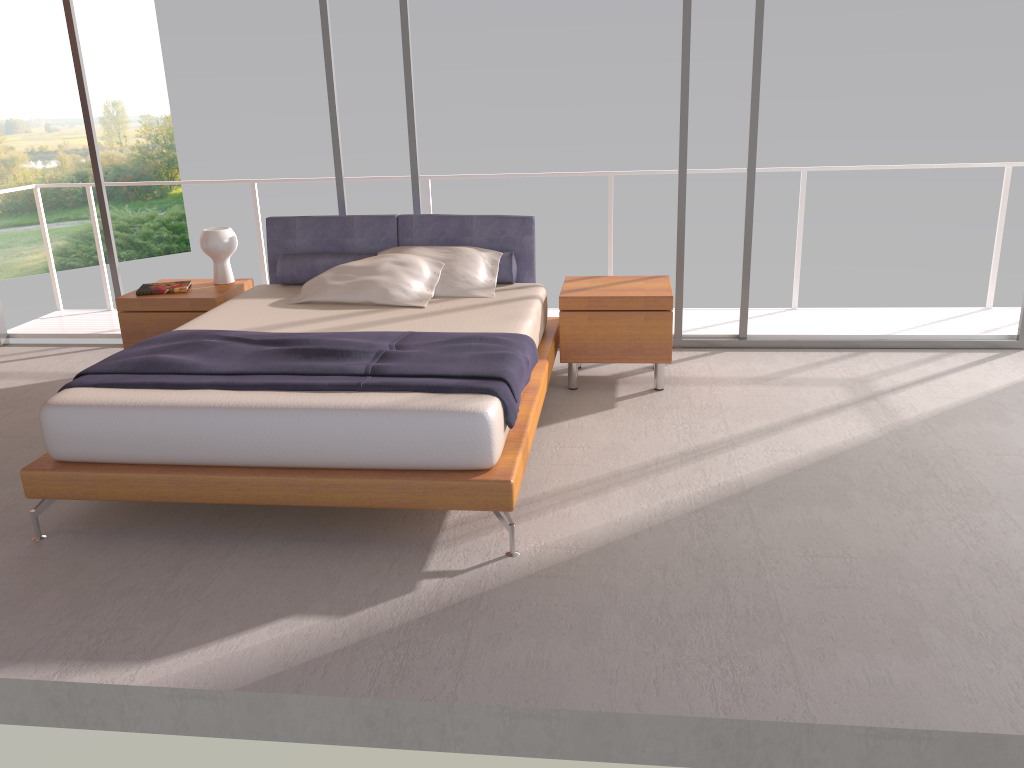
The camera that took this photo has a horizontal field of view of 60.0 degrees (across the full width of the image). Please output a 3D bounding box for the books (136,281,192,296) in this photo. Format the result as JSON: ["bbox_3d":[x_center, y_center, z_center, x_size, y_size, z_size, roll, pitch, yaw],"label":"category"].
[{"bbox_3d":[-2.132,-0.588,5.438,0.287,0.025,0.247,-6,19,-11],"label":"books"}]

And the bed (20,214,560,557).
[{"bbox_3d":[-0.836,-0.203,4.460,2.017,0.959,2.462,0,19,7],"label":"bed"}]

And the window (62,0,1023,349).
[{"bbox_3d":[0.166,-1.738,5.527,6.106,3.133,0.075,0,19,7],"label":"window"}]

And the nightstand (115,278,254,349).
[{"bbox_3d":[-2.003,-0.331,5.575,0.628,0.556,0.562,0,19,7],"label":"nightstand"}]

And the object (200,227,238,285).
[{"bbox_3d":[-1.820,-0.800,5.539,0.224,0.338,0.224,4,19,18],"label":"object"}]

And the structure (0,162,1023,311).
[{"bbox_3d":[0.056,-0.934,6.239,7.689,1.005,0.728,0,19,7],"label":"structure"}]

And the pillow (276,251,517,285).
[{"bbox_3d":[-0.699,-0.699,5.373,1.470,0.201,0.205,0,19,7],"label":"pillow"}]

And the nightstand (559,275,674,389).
[{"bbox_3d":[0.615,-0.308,5.234,0.628,0.556,0.562,0,19,7],"label":"nightstand"}]

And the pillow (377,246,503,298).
[{"bbox_3d":[-0.454,-0.642,5.145,0.791,0.265,0.400,1,19,10],"label":"pillow"}]

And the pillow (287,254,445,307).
[{"bbox_3d":[-0.832,-0.577,5.021,0.869,0.264,0.431,3,19,15],"label":"pillow"}]
